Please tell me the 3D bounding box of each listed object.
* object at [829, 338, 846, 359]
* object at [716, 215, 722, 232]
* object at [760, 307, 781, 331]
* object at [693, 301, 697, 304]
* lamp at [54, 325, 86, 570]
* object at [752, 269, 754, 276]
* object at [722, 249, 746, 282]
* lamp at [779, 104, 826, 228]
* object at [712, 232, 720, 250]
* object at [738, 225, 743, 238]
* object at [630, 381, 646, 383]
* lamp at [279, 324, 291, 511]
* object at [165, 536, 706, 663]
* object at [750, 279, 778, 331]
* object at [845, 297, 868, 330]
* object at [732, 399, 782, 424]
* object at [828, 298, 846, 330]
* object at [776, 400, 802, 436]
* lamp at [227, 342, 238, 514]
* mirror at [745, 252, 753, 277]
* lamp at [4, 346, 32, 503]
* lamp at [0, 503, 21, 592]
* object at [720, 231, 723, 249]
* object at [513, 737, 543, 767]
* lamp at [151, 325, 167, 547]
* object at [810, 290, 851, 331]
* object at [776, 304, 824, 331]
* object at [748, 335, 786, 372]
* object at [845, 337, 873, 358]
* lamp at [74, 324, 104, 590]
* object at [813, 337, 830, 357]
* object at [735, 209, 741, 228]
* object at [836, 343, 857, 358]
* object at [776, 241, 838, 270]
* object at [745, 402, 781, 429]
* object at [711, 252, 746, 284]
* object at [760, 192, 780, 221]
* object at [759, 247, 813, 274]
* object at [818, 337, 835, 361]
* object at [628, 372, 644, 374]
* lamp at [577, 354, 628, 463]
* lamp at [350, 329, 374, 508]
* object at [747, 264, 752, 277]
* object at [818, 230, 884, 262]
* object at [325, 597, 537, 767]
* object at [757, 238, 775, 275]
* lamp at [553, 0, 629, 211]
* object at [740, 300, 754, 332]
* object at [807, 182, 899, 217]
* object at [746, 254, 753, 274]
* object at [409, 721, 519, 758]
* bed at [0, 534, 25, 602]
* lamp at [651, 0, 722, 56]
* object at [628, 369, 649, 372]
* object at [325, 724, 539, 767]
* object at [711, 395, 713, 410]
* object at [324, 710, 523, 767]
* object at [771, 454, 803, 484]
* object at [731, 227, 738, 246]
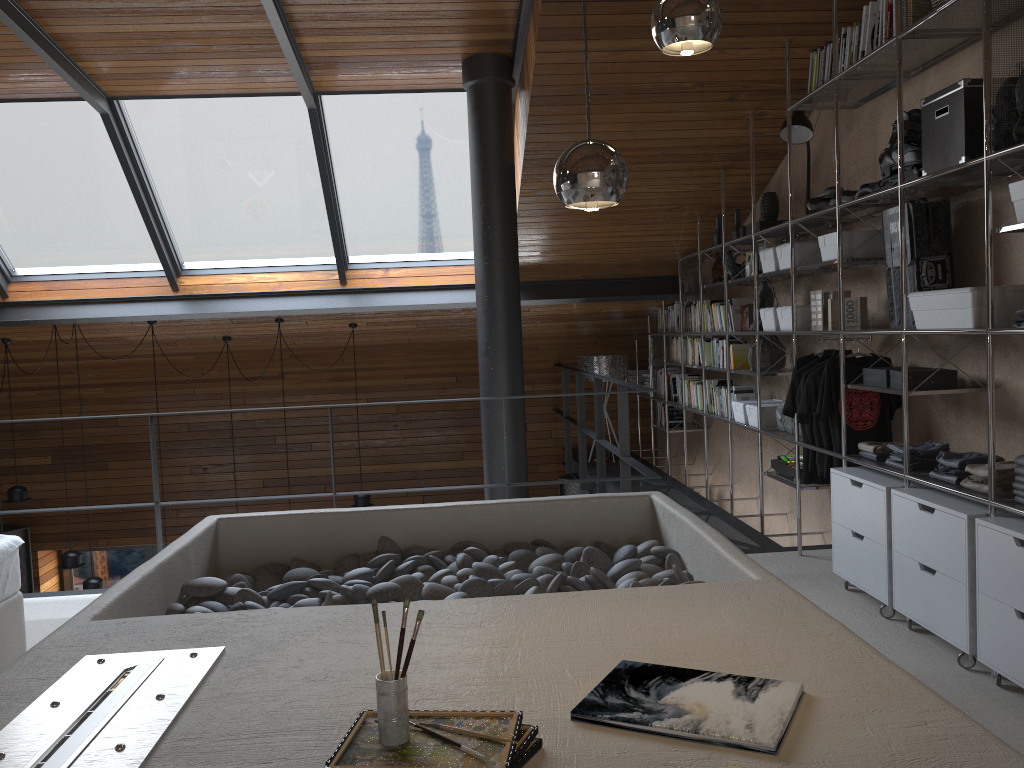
[{"bbox_3d":[1.640,-0.134,4.433,0.387,0.197,0.009,-3,3,-8],"label":"object"},{"bbox_3d":[1.438,-1.114,6.162,0.029,0.114,0.084,-2,3,3],"label":"object"},{"bbox_3d":[1.595,-0.374,5.071,0.295,0.136,0.228,-3,3,-4],"label":"object"},{"bbox_3d":[1.466,-0.518,6.794,0.146,0.240,0.023,-3,3,-4],"label":"object"},{"bbox_3d":[-3.658,0.480,7.229,0.210,2.036,0.210,0,4,33],"label":"lamp"},{"bbox_3d":[1.473,-0.711,5.387,0.037,0.114,0.037,-4,3,-18],"label":"object"},{"bbox_3d":[1.496,-0.792,5.919,0.197,0.220,0.102,-4,3,-20],"label":"object"},{"bbox_3d":[1.588,-1.205,4.888,0.322,0.660,0.233,-5,4,-41],"label":"lamp"},{"bbox_3d":[1.437,-1.002,6.217,0.029,0.117,0.086,-3,3,-18],"label":"object"},{"bbox_3d":[1.519,-0.988,5.876,0.029,0.117,0.086,-1,3,21],"label":"object"},{"bbox_3d":[1.338,-0.024,9.058,0.224,0.017,0.167,-3,3,-4],"label":"object"},{"bbox_3d":[-1.940,0.399,7.598,0.210,1.911,0.210,0,4,33],"label":"lamp"},{"bbox_3d":[-0.253,0.710,2.857,1.842,0.246,1.436,-3,3,-4],"label":"object"},{"bbox_3d":[1.542,-0.470,5.443,0.157,0.339,0.229,-1,3,23],"label":"object"},{"bbox_3d":[1.644,-0.336,4.233,0.078,0.156,0.074,-6,4,-44],"label":"object"},{"bbox_3d":[1.580,0.176,5.663,0.295,0.136,0.228,-3,3,-4],"label":"object"},{"bbox_3d":[1.587,-0.339,4.323,0.074,0.156,0.078,-2,3,11],"label":"object"},{"bbox_3d":[1.624,0.159,4.988,0.166,0.247,0.376,-3,3,-6],"label":"object"},{"bbox_3d":[-2.485,0.451,7.889,0.210,2.002,0.210,0,4,33],"label":"lamp"},{"bbox_3d":[1.561,-0.759,5.662,0.069,0.168,0.130,-5,4,-34],"label":"mirror"},{"bbox_3d":[-4.283,0.322,7.597,0.210,1.369,0.210,0,4,33],"label":"lamp"},{"bbox_3d":[-3.209,-0.212,5.432,0.210,3.208,0.210,-1,3,18],"label":"lamp"},{"bbox_3d":[1.454,-0.997,6.120,0.029,0.117,0.086,-2,3,16],"label":"object"},{"bbox_3d":[-0.120,0.589,1.406,0.276,0.013,0.207,-1,4,27],"label":"object"},{"bbox_3d":[-2.957,0.513,7.445,0.210,2.034,0.210,0,4,33],"label":"lamp"},{"bbox_3d":[1.638,-0.379,4.543,0.142,0.205,0.196,-3,3,-6],"label":"object"},{"bbox_3d":[1.614,-0.359,4.806,0.295,0.136,0.228,-3,3,-4],"label":"object"},{"bbox_3d":[1.591,-0.203,5.526,0.166,0.240,0.390,-1,4,29],"label":"object"},{"bbox_3d":[1.655,-0.165,4.234,0.283,0.118,0.016,-3,3,-4],"label":"object"},{"bbox_3d":[-3.421,0.550,7.089,0.210,2.273,0.210,0,4,33],"label":"lamp"},{"bbox_3d":[1.629,-0.185,4.600,0.283,0.118,0.016,-3,3,-4],"label":"object"},{"bbox_3d":[1.506,-1.105,5.918,0.029,0.114,0.084,-2,3,8],"label":"object"},{"bbox_3d":[1.644,-0.130,4.368,0.387,0.197,0.009,-3,3,-8],"label":"object"},{"bbox_3d":[1.605,-0.694,4.787,0.295,0.136,0.228,-3,3,-4],"label":"object"},{"bbox_3d":[1.599,0.190,5.396,0.295,0.136,0.228,-3,3,-4],"label":"object"},{"bbox_3d":[1.507,-0.807,6.121,0.278,0.222,0.138,0,4,42],"label":"object"},{"bbox_3d":[1.560,-1.068,5.365,0.115,0.177,0.115,-1,3,21],"label":"object"},{"bbox_3d":[1.586,-0.708,5.047,0.295,0.136,0.228,-3,3,-4],"label":"object"},{"bbox_3d":[1.631,-0.141,4.555,0.387,0.197,0.009,-3,3,-8],"label":"object"},{"bbox_3d":[1.320,-0.122,9.055,0.246,0.016,0.182,-3,3,-4],"label":"object"},{"bbox_3d":[0.873,0.229,8.399,0.475,1.002,0.475,-1,3,20],"label":"lamp"},{"bbox_3d":[-1.355,0.296,7.793,0.210,1.565,0.210,0,4,33],"label":"lamp"},{"bbox_3d":[1.460,-0.695,5.437,0.037,0.077,0.037,-4,3,-18],"label":"object"},{"bbox_3d":[1.645,-0.658,4.234,0.290,0.124,0.222,-3,3,-4],"label":"object"},{"bbox_3d":[-0.134,0.455,1.392,0.301,0.234,0.245,-2,3,16],"label":"object"},{"bbox_3d":[1.531,-0.763,5.348,0.062,0.219,0.157,-3,3,-4],"label":"object"},{"bbox_3d":[0.118,-1.221,1.677,0.146,1.771,0.146,-1,3,21],"label":"lamp"},{"bbox_3d":[1.545,-0.438,5.676,0.227,0.202,0.082,-5,4,-42],"label":"object"},{"bbox_3d":[1.635,-0.910,4.266,0.286,0.141,0.657,-3,3,-11],"label":"object"},{"bbox_3d":[1.508,-0.739,5.546,0.091,0.146,0.091,-1,4,30],"label":"object"},{"bbox_3d":[-0.103,0.559,1.403,0.232,0.010,0.064,0,4,32],"label":"object"},{"bbox_3d":[-2.596,0.792,2.136,2.011,0.484,1.826,-3,3,-4],"label":"bed"},{"bbox_3d":[0.334,-1.425,1.810,0.146,1.474,0.146,-1,4,27],"label":"lamp"},{"bbox_3d":[1.319,-0.138,9.065,0.246,0.016,0.182,-3,3,-4],"label":"object"},{"bbox_3d":[-0.121,0.576,1.406,0.276,0.013,0.207,-1,4,21],"label":"object"},{"bbox_3d":[1.502,0.113,6.384,0.131,0.180,0.042,-3,3,-4],"label":"object"},{"bbox_3d":[-0.130,0.564,1.397,0.276,0.013,0.207,-2,3,7],"label":"object"},{"bbox_3d":[1.676,0.471,4.986,0.320,0.114,0.404,-3,3,-4],"label":"object"},{"bbox_3d":[1.510,-0.993,5.974,0.029,0.117,0.086,-3,3,-13],"label":"object"}]
